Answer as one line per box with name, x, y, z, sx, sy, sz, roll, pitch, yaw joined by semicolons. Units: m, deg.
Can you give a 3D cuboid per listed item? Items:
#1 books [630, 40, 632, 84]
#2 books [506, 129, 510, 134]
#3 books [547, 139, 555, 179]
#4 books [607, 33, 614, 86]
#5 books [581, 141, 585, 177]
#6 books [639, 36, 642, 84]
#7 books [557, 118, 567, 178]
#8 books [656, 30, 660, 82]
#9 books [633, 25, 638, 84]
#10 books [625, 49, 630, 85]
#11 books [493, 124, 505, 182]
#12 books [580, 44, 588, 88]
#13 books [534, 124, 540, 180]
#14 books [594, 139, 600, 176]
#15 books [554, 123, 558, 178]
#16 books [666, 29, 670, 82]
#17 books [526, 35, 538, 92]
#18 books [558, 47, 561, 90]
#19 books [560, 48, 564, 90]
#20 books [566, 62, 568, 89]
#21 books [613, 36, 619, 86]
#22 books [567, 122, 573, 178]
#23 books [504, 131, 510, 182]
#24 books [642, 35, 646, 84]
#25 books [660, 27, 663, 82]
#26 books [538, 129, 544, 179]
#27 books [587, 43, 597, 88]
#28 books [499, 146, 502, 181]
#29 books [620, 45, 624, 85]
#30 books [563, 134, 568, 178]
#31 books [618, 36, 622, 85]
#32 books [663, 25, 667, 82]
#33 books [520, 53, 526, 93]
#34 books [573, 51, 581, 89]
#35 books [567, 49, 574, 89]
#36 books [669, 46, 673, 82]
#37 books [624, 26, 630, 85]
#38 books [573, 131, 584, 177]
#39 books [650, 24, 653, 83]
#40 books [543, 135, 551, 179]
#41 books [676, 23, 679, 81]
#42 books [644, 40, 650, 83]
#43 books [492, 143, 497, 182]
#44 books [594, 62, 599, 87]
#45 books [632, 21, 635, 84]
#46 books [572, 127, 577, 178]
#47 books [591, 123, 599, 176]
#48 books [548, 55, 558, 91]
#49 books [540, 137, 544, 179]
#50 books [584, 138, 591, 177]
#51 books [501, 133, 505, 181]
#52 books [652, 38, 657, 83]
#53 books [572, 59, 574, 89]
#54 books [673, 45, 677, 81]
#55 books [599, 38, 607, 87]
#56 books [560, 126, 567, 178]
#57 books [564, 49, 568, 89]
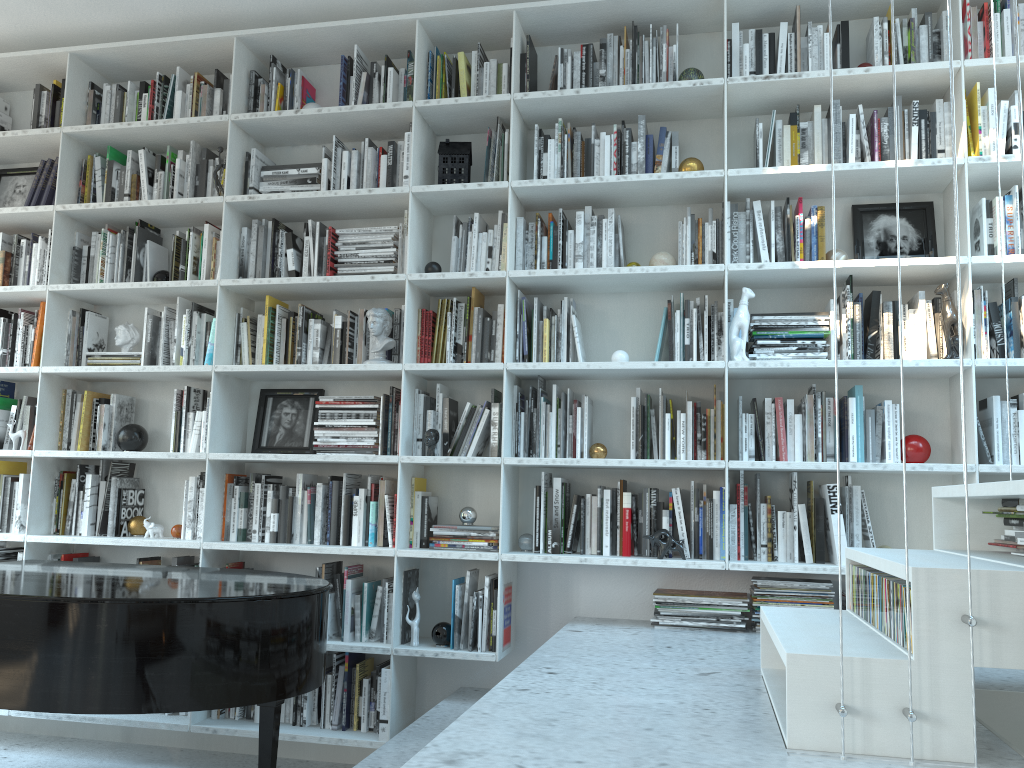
books;0.503;-1.274;3.700;0.008;0.250;0.170;0;-7;12
books;-0.010;-0.925;3.793;0.013;0.288;0.131;0;-7;12
books;0.177;-0.889;3.711;0.026;0.207;0.181;0;-7;12
books;0.420;-1.293;3.729;0.024;0.292;0.167;0;-7;12
books;0.305;-0.889;3.710;0.014;0.214;0.132;0;-7;12
books;0.543;-1.287;3.704;0.012;0.280;0.144;0;-7;12
books;0.211;-0.937;3.720;0.014;0.306;0.152;0;-7;12
books;0.609;-1.297;3.689;0.019;0.299;0.137;0;-7;12
books;0.518;-1.300;3.682;0.015;0.299;0.183;0;-7;12
books;0.487;-1.251;3.685;0.018;0.200;0.188;0;-7;12
books;-0.048;-0.929;3.764;0.021;0.287;0.179;0;-7;12
books;0.314;-1.274;3.748;0.030;0.255;0.161;0;-7;12
books;0.114;-0.926;3.739;0.012;0.284;0.159;0;-7;12
books;0.364;-0.890;3.696;0.025;0.216;0.144;0;-7;12
books;0.200;-0.924;3.727;0.011;0.283;0.173;0;-7;12
books;0.645;-1.289;3.662;0.008;0.278;0.180;0;-7;12
books;0.085;-1.301;3.781;0.019;0.304;0.176;0;-7;12
books;0.212;-1.270;3.760;0.009;0.243;0.173;0;-7;12
books;0.224;-1.269;3.767;0.011;0.244;0.173;0;-7;12
books;0.244;-1.239;3.758;0.009;0.183;0.160;0;-7;12
books;0.443;-1.293;3.736;0.017;0.295;0.139;0;-7;12
books;0.251;-0.930;3.725;0.021;0.295;0.138;0;-7;12
books;-0.006;-0.911;3.748;0.013;0.248;0.186;0;-7;12
books;0.552;-1.285;3.697;0.008;0.274;0.163;0;-7;12
books;0.627;-1.306;3.704;0.008;0.321;0.134;0;-7;12
books;0.130;-0.921;3.756;0.011;0.279;0.133;0;-7;12
books;0.340;-1.275;3.744;0.021;0.256;0.169;0;-7;12
books;-0.032;-0.889;3.775;0.013;0.210;0.140;0;-7;12
books;0.466;-1.264;3.703;0.018;0.230;0.160;0;-7;12
books;0.235;-0.900;3.719;0.012;0.235;0.165;0;-7;12
books;0.458;-1.289;3.727;0.007;0.284;0.159;0;-7;12
books;0.637;-1.297;3.671;0.013;0.296;0.189;0;-7;12
books;0.065;-1.262;3.789;0.033;0.229;0.175;0;-7;12
books;0.285;-1.260;3.753;0.028;0.226;0.163;0;-7;12
books;0.253;-1.263;3.746;0.013;0.229;0.174;0;-7;12
books;0.660;-1.256;3.669;0.018;0.214;0.158;0;-7;12
books;0.480;-1.304;3.710;0.006;0.312;0.179;0;-7;12
books;0.282;-0.905;3.698;0.027;0.241;0.160;0;-7;12
books;0.582;-1.302;3.683;0.008;0.306;0.183;0;-7;12
books;0.156;-0.904;3.736;0.026;0.243;0.148;0;-7;12
books;0.685;-1.302;3.661;0.006;0.306;0.163;0;-7;12
books;0.568;-1.274;3.692;0.024;0.252;0.150;0;-7;12
books;-0.054;-0.891;3.783;0.024;0.217;0.169;0;-7;12
books;0.368;-1.240;3.752;0.031;0.190;0.132;0;-7;12
books;0.512;-1.313;3.702;0.007;0.329;0.184;0;-7;12
books;0.268;-0.919;3.727;0.012;0.276;0.133;0;-7;12
books;0.347;-0.924;3.706;0.013;0.284;0.154;0;-7;12
books;0.184;-1.251;3.757;0.046;0.206;0.183;0;-7;12
books;0.139;-0.901;3.745;0.012;0.239;0.139;0;-7;12
books;0.327;-0.893;3.710;0.028;0.223;0.142;0;-7;12
books;-0.025;-0.912;3.766;0.005;0.254;0.159;0;-7;12
books;0.593;-1.277;3.685;0.014;0.258;0.150;0;-7;12
books;0.269;-1.248;3.770;0.009;0.205;0.146;0;-7;12
books;0.673;-1.254;3.656;0.014;0.208;0.188;0;-7;12
books;0.389;-1.279;3.710;0.028;0.258;0.185;0;-7;12
books;0.222;-0.918;3.715;0.010;0.268;0.166;0;-7;12
books;0.237;-1.273;3.774;0.012;0.255;0.133;0;-7;12
